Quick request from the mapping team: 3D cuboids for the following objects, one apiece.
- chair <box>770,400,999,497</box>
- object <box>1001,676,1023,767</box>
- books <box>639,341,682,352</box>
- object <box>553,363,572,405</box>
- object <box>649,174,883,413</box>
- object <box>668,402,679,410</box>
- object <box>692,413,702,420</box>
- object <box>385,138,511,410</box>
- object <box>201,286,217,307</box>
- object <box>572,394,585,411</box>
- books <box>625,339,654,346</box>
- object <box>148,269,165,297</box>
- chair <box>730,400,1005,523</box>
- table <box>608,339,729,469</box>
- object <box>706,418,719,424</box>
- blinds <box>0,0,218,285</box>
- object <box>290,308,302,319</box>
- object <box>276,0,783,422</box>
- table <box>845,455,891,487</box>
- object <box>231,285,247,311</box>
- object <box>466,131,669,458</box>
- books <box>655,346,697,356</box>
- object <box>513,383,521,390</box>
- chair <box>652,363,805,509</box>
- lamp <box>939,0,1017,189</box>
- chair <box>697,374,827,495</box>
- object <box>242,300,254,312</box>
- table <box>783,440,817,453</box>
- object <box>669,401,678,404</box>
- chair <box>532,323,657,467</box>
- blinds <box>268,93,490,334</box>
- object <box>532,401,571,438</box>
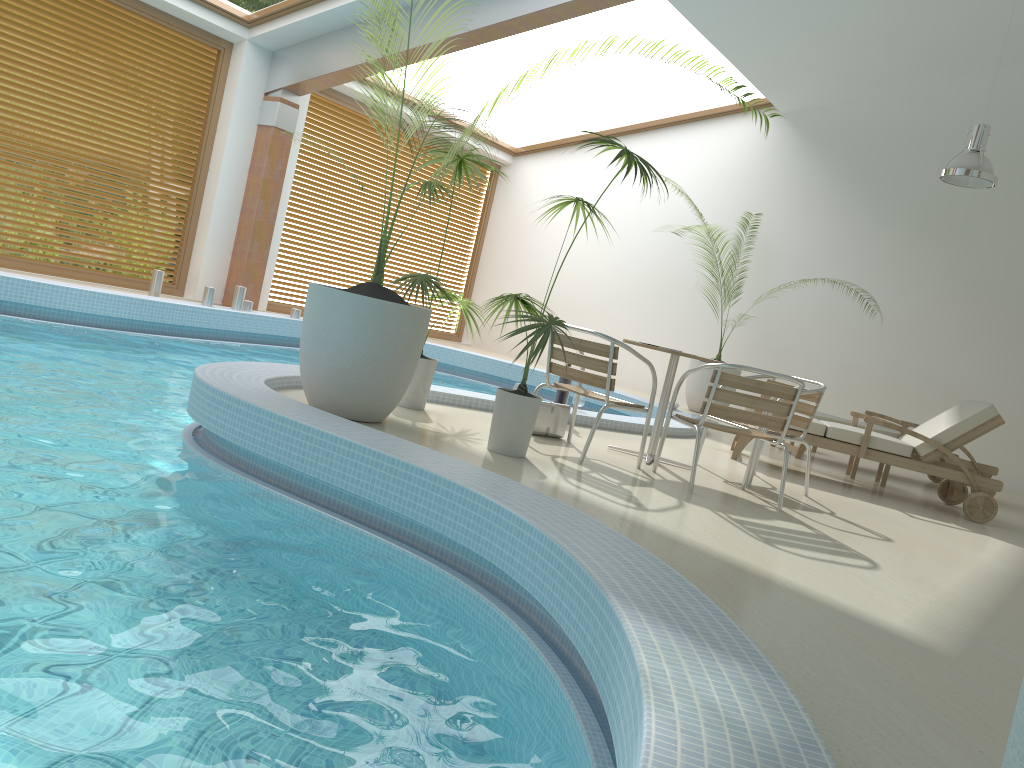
[{"bbox_3d":[3.627,0.440,8.559,1.903,0.866,0.861,13,5,-3],"label":"chair"},{"bbox_3d":[0.753,-0.625,0.434,2.729,2.960,2.979,13,5,0],"label":"object"},{"bbox_3d":[0.949,-0.240,5.684,0.241,0.004,0.166,12,5,-14],"label":"books"},{"bbox_3d":[0.407,-0.017,6.778,0.109,0.435,0.109,11,5,-21],"label":"object"},{"bbox_3d":[2.884,-1.030,11.118,2.979,2.960,2.729,13,5,-1],"label":"object"},{"bbox_3d":[1.736,0.243,9.607,0.140,0.069,0.140,13,5,4],"label":"object"},{"bbox_3d":[1.824,0.340,8.698,0.140,0.069,0.140,13,5,4],"label":"object"},{"bbox_3d":[-0.515,-0.698,5.634,0.791,1.695,1.059,15,5,22],"label":"object"},{"bbox_3d":[-3.092,-0.893,9.052,0.115,0.194,0.115,12,5,-15],"label":"object"},{"bbox_3d":[0.532,0.141,7.080,0.102,0.137,0.102,17,6,43],"label":"object"},{"bbox_3d":[0.855,-0.263,5.750,0.241,0.004,0.166,12,5,-14],"label":"books"},{"bbox_3d":[-3.662,-1.013,9.124,0.115,0.320,0.115,12,5,-7],"label":"object"},{"bbox_3d":[2.780,0.376,6.986,1.903,0.866,0.861,14,5,13],"label":"chair"},{"bbox_3d":[0.978,0.139,5.741,0.700,0.720,0.700,10,6,-36],"label":"table"},{"bbox_3d":[2.192,0.421,9.718,0.140,0.069,0.140,13,5,4],"label":"object"},{"bbox_3d":[-4.899,-2.637,8.887,0.095,2.921,4.200,16,6,34],"label":"blinds"},{"bbox_3d":[-2.508,-0.816,10.283,0.115,0.107,0.115,12,5,-7],"label":"object"},{"bbox_3d":[-0.470,-1.275,4.804,2.729,2.960,2.979,9,6,-38],"label":"object"},{"bbox_3d":[3.057,0.703,7.605,0.283,0.255,0.320,14,5,13],"label":"table"},{"bbox_3d":[-2.909,-0.914,9.446,0.115,0.254,0.115,12,5,-15],"label":"object"},{"bbox_3d":[0.242,-0.438,4.614,0.791,1.695,1.059,11,5,-20],"label":"object"},{"bbox_3d":[1.032,-0.211,5.624,0.241,0.004,0.166,12,5,-14],"label":"books"},{"bbox_3d":[0.048,0.065,6.665,0.102,0.137,0.102,17,6,43],"label":"object"},{"bbox_3d":[1.249,0.248,5.071,0.618,0.727,0.563,12,5,-13],"label":"chair"},{"bbox_3d":[4.592,-2.891,8.433,0.506,1.958,0.505,16,6,34],"label":"lamp"},{"bbox_3d":[1.645,0.274,5.851,0.563,0.727,0.618,11,5,-23],"label":"chair"},{"bbox_3d":[-2.892,-0.854,9.688,0.115,0.107,0.115,12,5,-7],"label":"object"},{"bbox_3d":[3.072,0.552,9.443,0.283,0.255,0.320,13,5,-3],"label":"table"},{"bbox_3d":[1.761,0.234,9.788,0.140,0.069,0.140,13,5,4],"label":"object"},{"bbox_3d":[0.480,0.052,5.291,0.563,0.727,0.618,9,6,-43],"label":"chair"},{"bbox_3d":[-1.956,-2.314,13.149,0.095,2.921,4.414,16,6,34],"label":"blinds"},{"bbox_3d":[0.228,0.225,5.705,0.272,0.223,0.081,10,6,-35],"label":"object"}]
